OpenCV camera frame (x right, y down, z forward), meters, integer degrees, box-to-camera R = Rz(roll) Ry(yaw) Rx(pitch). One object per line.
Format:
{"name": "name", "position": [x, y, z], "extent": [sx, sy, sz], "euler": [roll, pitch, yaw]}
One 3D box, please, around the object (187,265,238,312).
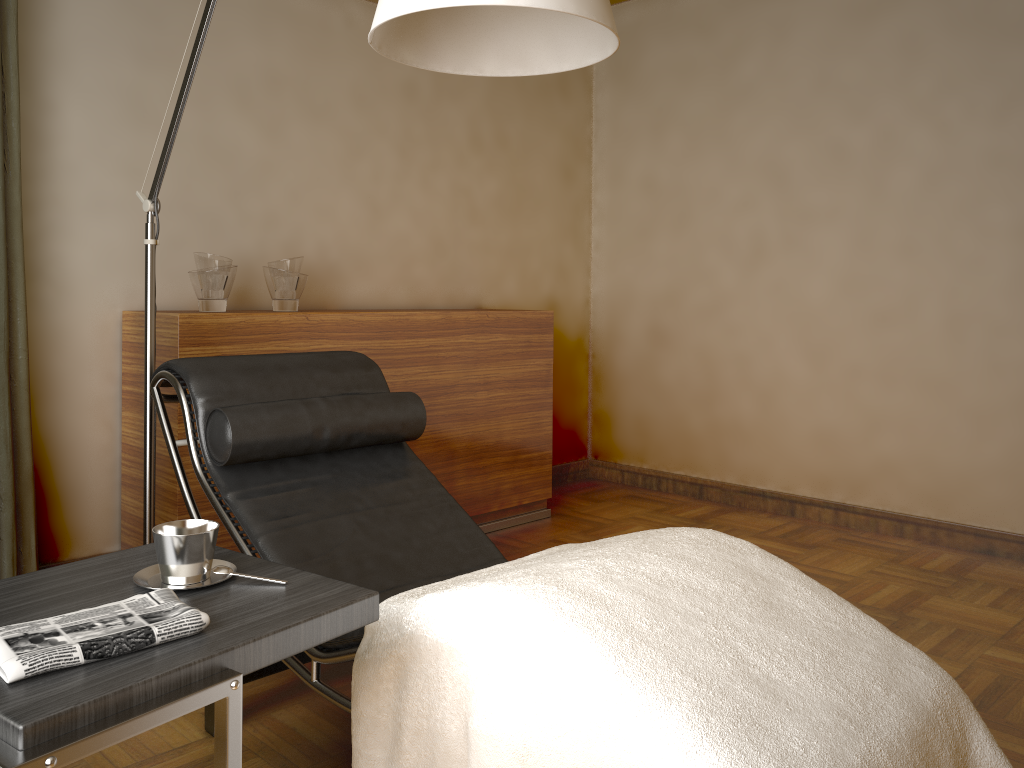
{"name": "object", "position": [-0.974, -0.313, 2.876], "extent": [0.155, 0.154, 0.156], "euler": [1, 3, 1]}

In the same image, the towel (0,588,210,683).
{"name": "towel", "position": [-0.533, 0.314, 1.126], "extent": [0.241, 0.035, 0.179], "euler": [-4, 7, -42]}

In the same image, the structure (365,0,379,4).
{"name": "structure", "position": [-0.699, -1.616, 3.388], "extent": [0.274, 0.130, 2.182], "euler": [5, 7, 44]}

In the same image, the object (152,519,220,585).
{"name": "object", "position": [-0.506, 0.259, 1.365], "extent": [0.098, 0.078, 0.111], "euler": [-3, 5, -44]}

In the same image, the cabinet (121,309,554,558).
{"name": "cabinet", "position": [-0.558, 0.151, 3.373], "extent": [0.416, 0.860, 1.677], "euler": [2, 4, 44]}

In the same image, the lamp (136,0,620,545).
{"name": "lamp", "position": [-0.358, -0.181, 1.958], "extent": [0.452, 1.963, 1.417], "euler": [0, 2, -42]}

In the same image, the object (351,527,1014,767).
{"name": "object", "position": [0.258, 0.567, 1.443], "extent": [0.911, 0.519, 0.919], "euler": [5, 6, 45]}

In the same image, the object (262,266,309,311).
{"name": "object", "position": [-0.786, -0.330, 3.067], "extent": [0.156, 0.154, 0.156], "euler": [3, 4, 35]}

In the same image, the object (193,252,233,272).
{"name": "object", "position": [-0.974, -0.351, 2.876], "extent": [0.123, 0.149, 0.122], "euler": [2, 3, 26]}

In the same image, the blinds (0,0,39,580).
{"name": "blinds", "position": [-1.440, -0.476, 1.775], "extent": [0.224, 2.448, 1.536], "euler": [1, 2, -1]}

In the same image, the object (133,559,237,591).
{"name": "object", "position": [-0.502, 0.295, 1.360], "extent": [0.150, 0.009, 0.150], "euler": [-4, 7, -40]}

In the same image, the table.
{"name": "table", "position": [-0.549, 0.333, 1.250], "extent": [0.500, 0.045, 0.519], "euler": [5, 7, 35]}

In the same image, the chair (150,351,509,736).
{"name": "chair", "position": [-0.107, 0.376, 1.824], "extent": [1.792, 0.796, 0.636], "euler": [5, 5, 44]}

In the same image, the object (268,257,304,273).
{"name": "object", "position": [-0.786, -0.369, 3.067], "extent": [0.122, 0.149, 0.123], "euler": [2, 3, 24]}

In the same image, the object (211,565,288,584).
{"name": "object", "position": [-0.402, 0.291, 1.348], "extent": [0.123, 0.019, 0.029], "euler": [2, 4, 13]}
